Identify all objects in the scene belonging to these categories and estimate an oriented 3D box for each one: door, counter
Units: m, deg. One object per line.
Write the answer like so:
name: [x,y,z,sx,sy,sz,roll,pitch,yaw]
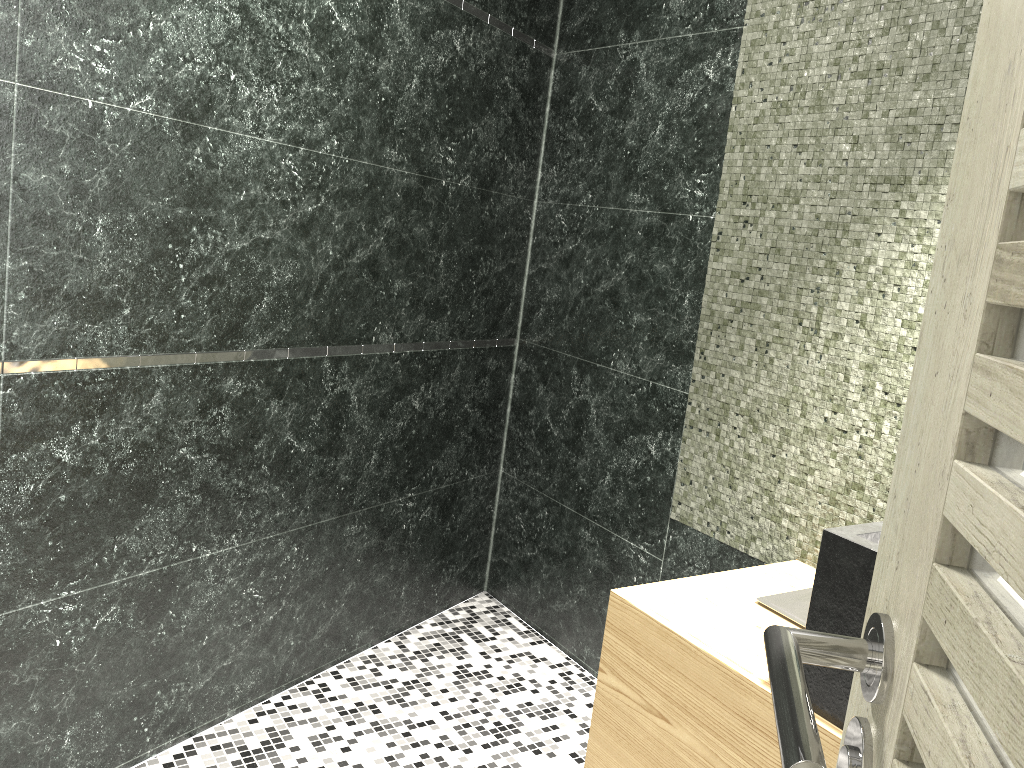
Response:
door: [-0.037,0.175,0.262,1.397,2.505,1.125,14,10,37]
counter: [0.810,0.805,1.704,0.691,1.047,1.236,2,11,-35]

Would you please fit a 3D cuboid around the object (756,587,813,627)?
object: [0.776,0.537,2.000,0.340,0.011,0.295,2,12,-35]
